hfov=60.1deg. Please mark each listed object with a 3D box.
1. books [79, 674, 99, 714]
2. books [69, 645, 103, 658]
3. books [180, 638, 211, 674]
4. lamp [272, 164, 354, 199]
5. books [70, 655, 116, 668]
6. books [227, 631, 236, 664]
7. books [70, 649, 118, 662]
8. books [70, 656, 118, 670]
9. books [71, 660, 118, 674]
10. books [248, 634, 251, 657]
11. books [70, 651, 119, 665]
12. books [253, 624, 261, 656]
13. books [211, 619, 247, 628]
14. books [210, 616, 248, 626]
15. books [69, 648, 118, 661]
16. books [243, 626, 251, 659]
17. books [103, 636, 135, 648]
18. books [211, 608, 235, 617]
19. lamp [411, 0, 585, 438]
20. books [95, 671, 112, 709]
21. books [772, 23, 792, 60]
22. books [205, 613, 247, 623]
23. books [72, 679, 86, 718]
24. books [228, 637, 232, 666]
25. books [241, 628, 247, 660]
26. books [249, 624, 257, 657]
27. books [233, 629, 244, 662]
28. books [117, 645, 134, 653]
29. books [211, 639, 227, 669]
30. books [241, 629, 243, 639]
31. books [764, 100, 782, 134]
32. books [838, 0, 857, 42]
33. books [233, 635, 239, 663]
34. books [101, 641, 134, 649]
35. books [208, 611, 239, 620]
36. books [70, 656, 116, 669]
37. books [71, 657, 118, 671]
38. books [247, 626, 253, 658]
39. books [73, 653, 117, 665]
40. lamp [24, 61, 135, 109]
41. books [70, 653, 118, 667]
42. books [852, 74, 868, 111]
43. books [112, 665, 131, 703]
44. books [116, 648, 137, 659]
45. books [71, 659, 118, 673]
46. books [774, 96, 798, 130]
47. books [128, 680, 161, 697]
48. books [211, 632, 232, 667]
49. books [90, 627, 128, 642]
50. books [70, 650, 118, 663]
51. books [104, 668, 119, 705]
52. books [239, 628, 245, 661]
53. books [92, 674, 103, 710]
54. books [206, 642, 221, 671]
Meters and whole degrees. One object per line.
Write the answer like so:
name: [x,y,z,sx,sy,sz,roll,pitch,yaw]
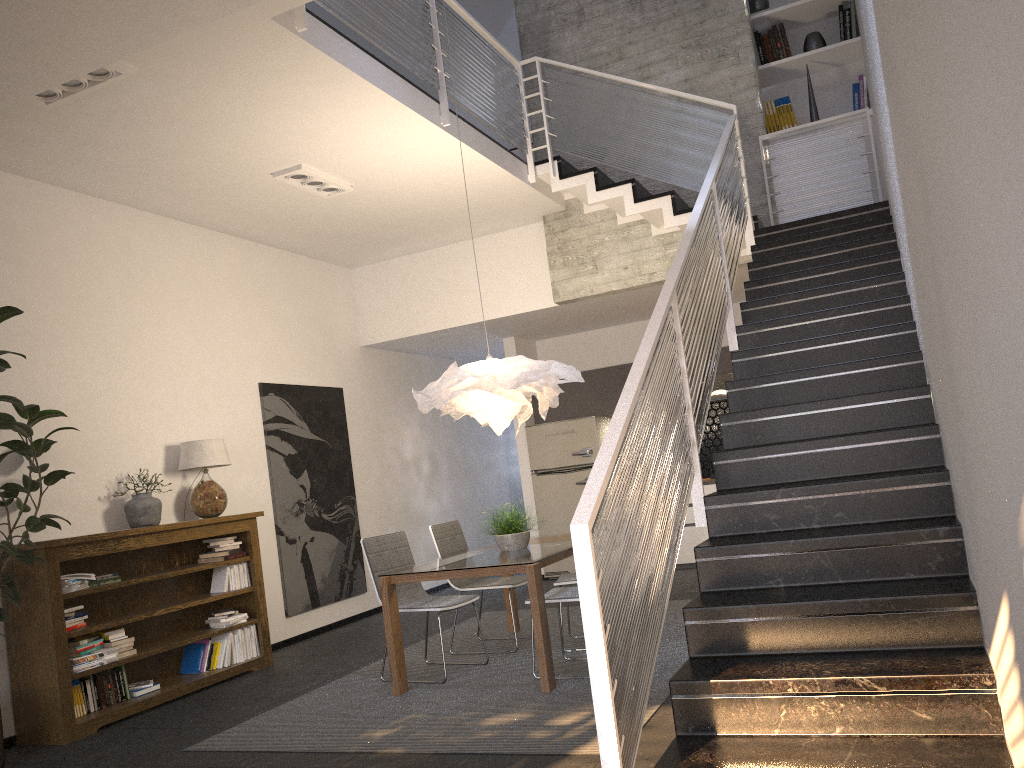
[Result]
books: [-2.655,1.905,5.444,0.168,0.240,0.099,-9,-3,23]
books: [-2.672,1.652,5.459,0.175,0.023,0.250,-8,-6,4]
books: [-2.267,1.950,6.343,0.172,0.227,0.165,-9,-4,23]
lamp: [-1.461,-1.506,6.546,0.254,0.066,0.645,-10,-6,23]
books: [-2.615,1.694,5.408,0.219,0.008,0.288,-11,-7,29]
books: [-2.122,1.943,6.531,0.176,0.242,0.024,-9,-3,23]
books: [-2.617,1.662,5.418,0.219,0.008,0.304,-10,-6,28]
books: [-2.607,1.703,5.404,0.219,0.013,0.305,-10,-6,28]
books: [-2.605,1.726,5.405,0.219,0.008,0.305,-10,-6,23]
books: [-2.039,1.965,6.665,0.155,0.204,0.020,-9,-3,23]
books: [-2.609,1.676,5.414,0.219,0.008,0.304,-10,-6,27]
books: [-2.008,1.949,6.738,0.175,0.243,0.040,-9,-3,23]
books: [-2.089,1.768,6.529,0.155,0.020,0.205,-11,-7,33]
books: [-2.088,1.749,6.535,0.175,0.019,0.244,-9,-6,13]
books: [-2.616,1.654,5.419,0.219,0.013,0.305,-10,-6,28]
books: [-2.049,1.945,6.644,0.175,0.243,0.019,-9,-3,23]
books: [-2.576,1.660,5.693,0.226,0.029,0.179,-10,-6,26]
books: [-2.135,1.687,6.545,0.147,0.023,0.222,-5,-6,-25]
lamp: [-0.407,-2.205,5.992,1.122,5.198,1.060,-9,-3,34]
books: [-2.614,1.917,5.547,0.172,0.224,0.083,-9,-3,23]
books: [2.398,-2.936,7.795,0.134,0.381,0.272,-9,-4,23]
books: [-2.111,1.730,6.543,0.176,0.023,0.243,-11,-7,33]
books: [-2.694,1.903,5.366,0.172,0.235,0.107,-9,-4,23]
books: [-2.120,1.957,6.479,0.155,0.202,0.072,-9,-3,23]
books: [-2.078,1.948,6.633,0.176,0.242,0.024,-9,-3,23]
books: [-2.023,1.949,6.710,0.176,0.242,0.024,-9,-3,23]
books: [-2.075,1.940,6.563,0.176,0.242,0.024,-9,-3,23]
books: [-2.577,1.709,5.677,0.228,0.023,0.166,-10,-6,21]
books: [-2.145,1.958,6.419,0.155,0.193,0.105,-9,-4,23]
books: [-2.082,1.946,6.612,0.175,0.243,0.019,-9,-3,23]
books: [2.317,-2.278,7.837,0.160,0.371,0.272,-9,-4,23]
books: [2.875,-3.020,7.567,0.160,0.381,0.266,-9,-4,23]
books: [-2.090,1.960,6.546,0.155,0.204,0.020,-9,-3,23]
books: [-2.584,1.688,5.692,0.244,0.023,0.175,-11,-7,30]
books: [-2.132,1.709,6.537,0.155,0.022,0.206,-8,-6,3]
books: [-2.613,1.699,5.407,0.219,0.008,0.288,-11,-7,29]
books: [-2.607,1.711,5.405,0.219,0.008,0.304,-10,-6,28]
books: [-2.051,1.951,6.695,0.176,0.242,0.024,-9,-3,23]
books: [-2.611,1.683,5.412,0.219,0.008,0.288,-10,-6,27]
lamp: [-2.306,-1.593,4.611,0.647,0.066,0.253,-10,-6,23]
books: [-2.612,1.688,5.416,0.219,0.006,0.304,-10,-6,28]
books: [2.971,-2.396,7.551,0.146,0.382,0.272,-9,-4,23]
books: [-2.552,1.912,5.663,0.168,0.241,0.104,-9,-3,23]
books: [-2.564,1.737,5.678,0.244,0.034,0.179,-10,-6,25]
books: [-2.606,1.719,5.403,0.219,0.007,0.305,-10,-6,28]
books: [2.435,-2.300,7.786,0.171,0.372,0.272,-9,-4,23]
books: [-2.457,2.009,5.827,0.270,0.050,0.259,-5,-6,-22]
books: [-2.131,1.940,6.456,0.175,0.234,0.100,-9,-3,23]
books: [-2.601,1.614,5.697,0.217,0.069,0.158,-11,-6,33]
books: [-2.612,1.669,5.415,0.219,0.008,0.304,-10,-6,27]
books: [-2.591,1.911,5.602,0.172,0.240,0.084,-9,-3,23]
books: [-2.074,1.943,6.587,0.175,0.243,0.019,-9,-3,23]
books: [-2.636,1.907,5.499,0.172,0.240,0.055,-9,-3,23]
books: [-2.194,1.970,6.387,0.147,0.183,0.147,-9,-4,26]
